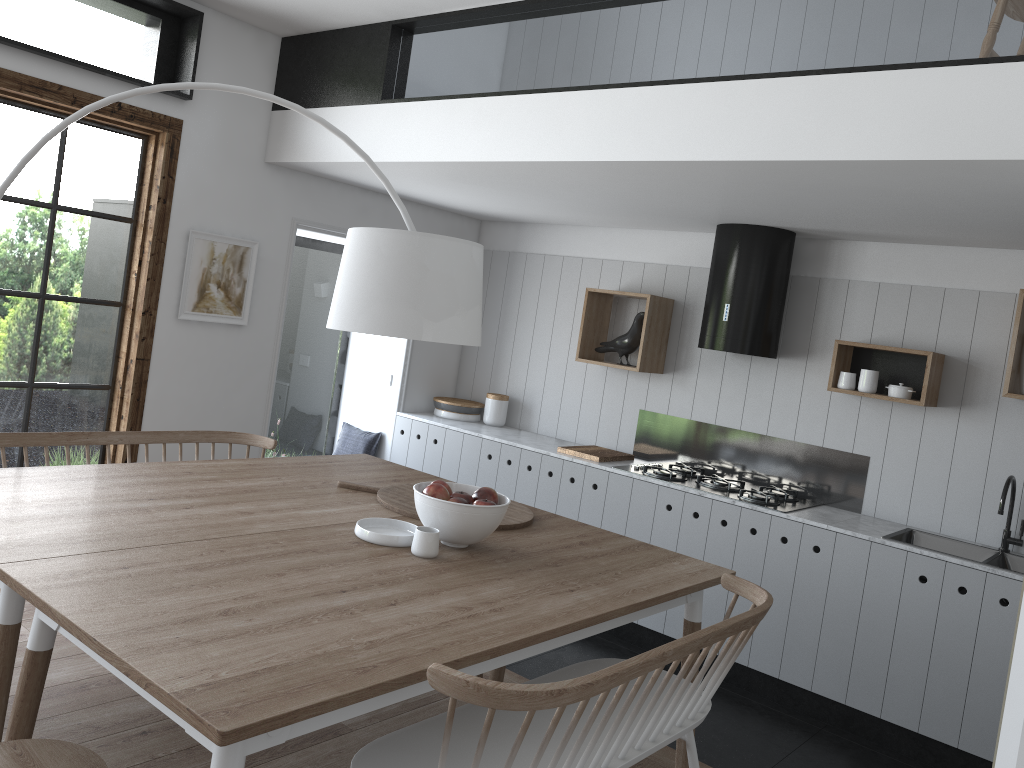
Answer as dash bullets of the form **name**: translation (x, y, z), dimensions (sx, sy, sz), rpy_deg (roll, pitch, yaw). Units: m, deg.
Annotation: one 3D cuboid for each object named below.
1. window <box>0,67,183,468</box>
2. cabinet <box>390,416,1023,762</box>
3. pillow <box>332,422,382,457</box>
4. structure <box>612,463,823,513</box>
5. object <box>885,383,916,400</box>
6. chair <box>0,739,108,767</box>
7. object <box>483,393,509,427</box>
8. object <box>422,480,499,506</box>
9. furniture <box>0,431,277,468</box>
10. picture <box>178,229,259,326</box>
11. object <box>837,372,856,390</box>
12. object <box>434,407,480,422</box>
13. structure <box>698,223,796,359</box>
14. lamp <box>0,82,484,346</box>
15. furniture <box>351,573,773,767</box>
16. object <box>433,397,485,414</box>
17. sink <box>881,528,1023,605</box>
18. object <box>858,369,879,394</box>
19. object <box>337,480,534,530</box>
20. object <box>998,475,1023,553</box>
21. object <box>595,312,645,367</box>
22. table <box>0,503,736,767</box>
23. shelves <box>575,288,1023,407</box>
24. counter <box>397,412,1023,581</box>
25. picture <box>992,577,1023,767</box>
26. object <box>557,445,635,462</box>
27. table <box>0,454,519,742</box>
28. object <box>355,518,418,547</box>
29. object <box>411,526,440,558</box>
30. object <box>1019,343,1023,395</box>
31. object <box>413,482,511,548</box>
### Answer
- **window**: translation (-3.549, -0.330, 2.563), dimensions (0.166, 2.254, 5.242), rpy_deg (10, 4, 39)
- **cabinet**: translation (1.562, 1.079, 3.979), dimensions (6.317, 0.747, 0.010), rpy_deg (12, 3, 39)
- **pillow**: translation (-1.073, 0.443, 6.122), dimensions (0.415, 0.293, 0.175), rpy_deg (11, 4, 39)
- **structure**: translation (1.099, 0.526, 4.770), dimensions (1.014, 0.048, 0.538), rpy_deg (12, 5, 39)
- **object**: translation (1.890, 0.032, 4.301), dimensions (0.131, 0.073, 0.107), rpy_deg (9, 4, 18)
- **chair**: translation (-0.957, 1.015, 1.726), dimensions (0.443, 0.449, 0.471), rpy_deg (10, 3, 25)
- **object**: translation (-0.110, 0.177, 5.985), dimensions (0.155, 0.212, 0.153), rpy_deg (9, 3, 8)
- **object**: translation (-0.171, 0.409, 2.826), dimensions (0.251, 0.167, 0.237), rpy_deg (8, 3, 0)
- **furniture**: translation (-1.475, 0.632, 3.385), dimensions (0.561, 0.809, 1.320), rpy_deg (10, 4, 39)
- **picture**: translation (-1.589, -0.568, 4.781), dimensions (0.031, 0.470, 0.421), rpy_deg (10, 3, 39)
- **object**: translation (1.684, -0.014, 4.440), dimensions (0.082, 0.088, 0.085), rpy_deg (8, 3, -15)
- **object**: translation (-0.379, 0.208, 6.119), dimensions (0.322, 0.055, 0.330), rpy_deg (7, 4, -12)
- **structure**: translation (1.288, -0.597, 4.801), dimensions (0.413, 0.868, 0.416), rpy_deg (8, 2, -4)
- **lamp**: translation (-2.572, -0.020, 1.816), dimensions (5.095, 2.022, 0.894), rpy_deg (6, 3, -24)
- **furniture**: translation (0.156, 0.952, 2.267), dimensions (0.561, 0.809, 1.320), rpy_deg (10, 4, 39)
- **object**: translation (-0.370, 0.151, 6.117), dimensions (0.359, 0.066, 0.360), rpy_deg (8, 4, -1)
- **sink**: translation (2.243, 0.872, 3.761), dimensions (1.214, 0.166, 0.439), rpy_deg (12, 5, 39)
- **object**: translation (1.764, -0.011, 4.374), dimensions (0.089, 0.115, 0.083), rpy_deg (10, 3, 39)
- **object**: translation (-0.249, 0.455, 3.325), dimensions (0.659, 0.023, 0.614), rpy_deg (6, 5, -28)
- **object**: translation (2.237, 0.598, 3.961), dimensions (0.093, 0.374, 0.281), rpy_deg (10, 3, 39)
- **object**: translation (0.665, -0.287, 5.376), dimensions (0.345, 0.334, 0.135), rpy_deg (11, 3, 40)
- **table**: translation (-0.278, 0.899, 2.542), dimensions (0.966, 0.749, 1.981), rpy_deg (11, 5, 39)
- **shelves**: translation (1.911, -0.098, 4.329), dimensions (3.692, 0.797, 0.291), rpy_deg (12, 4, 39)
- **counter**: translation (1.790, 0.705, 4.184), dimensions (6.321, 0.020, 0.562), rpy_deg (12, 6, 39)
- **picture**: translation (1.155, 0.126, 1.700), dimensions (0.062, 1.217, 1.259), rpy_deg (10, 3, 39)
- **object**: translation (0.501, 0.413, 5.253), dimensions (0.300, 0.030, 0.388), rpy_deg (12, 5, 39)
- **table**: translation (-1.010, 0.747, 3.154), dimensions (0.966, 0.749, 1.981), rpy_deg (11, 5, 39)
- **object**: translation (-0.389, 0.468, 2.789), dimensions (0.219, 0.035, 0.211), rpy_deg (10, 4, 18)
- **object**: translation (-0.258, 0.475, 2.650), dimensions (0.086, 0.078, 0.080), rpy_deg (11, 4, 39)
- **object**: translation (2.393, -0.086, 3.928), dimensions (0.232, 0.301, 0.226), rpy_deg (9, 3, 12)
- **object**: translation (-0.172, 0.430, 2.830), dimensions (0.325, 0.164, 0.305), rpy_deg (11, 5, 36)
